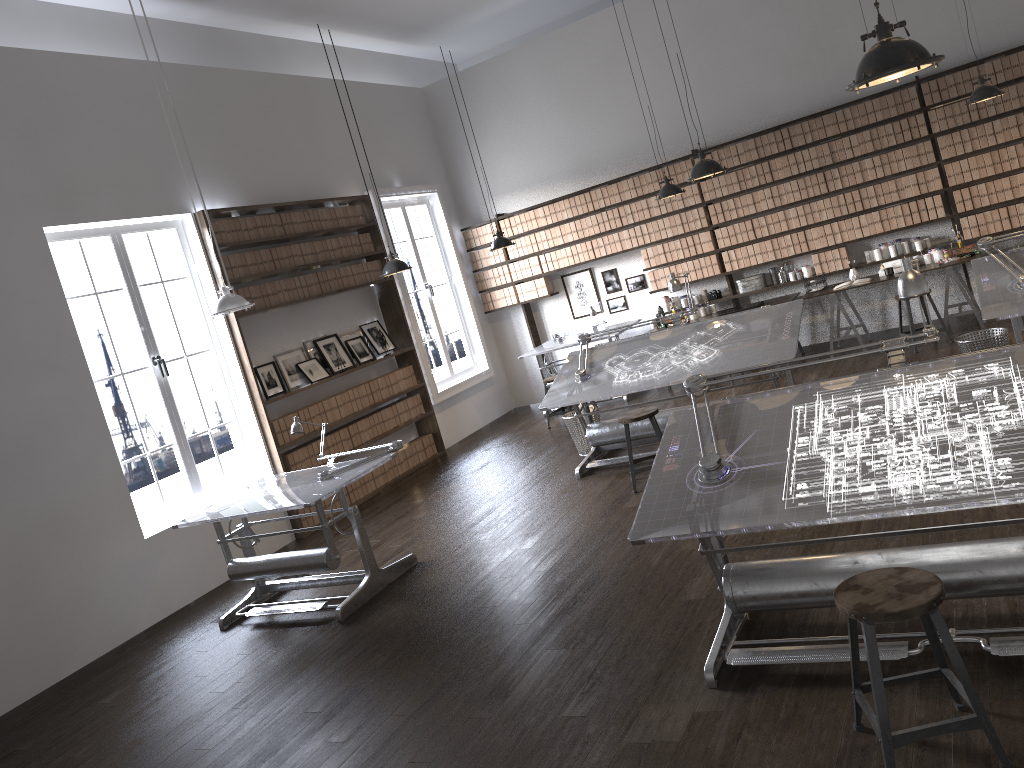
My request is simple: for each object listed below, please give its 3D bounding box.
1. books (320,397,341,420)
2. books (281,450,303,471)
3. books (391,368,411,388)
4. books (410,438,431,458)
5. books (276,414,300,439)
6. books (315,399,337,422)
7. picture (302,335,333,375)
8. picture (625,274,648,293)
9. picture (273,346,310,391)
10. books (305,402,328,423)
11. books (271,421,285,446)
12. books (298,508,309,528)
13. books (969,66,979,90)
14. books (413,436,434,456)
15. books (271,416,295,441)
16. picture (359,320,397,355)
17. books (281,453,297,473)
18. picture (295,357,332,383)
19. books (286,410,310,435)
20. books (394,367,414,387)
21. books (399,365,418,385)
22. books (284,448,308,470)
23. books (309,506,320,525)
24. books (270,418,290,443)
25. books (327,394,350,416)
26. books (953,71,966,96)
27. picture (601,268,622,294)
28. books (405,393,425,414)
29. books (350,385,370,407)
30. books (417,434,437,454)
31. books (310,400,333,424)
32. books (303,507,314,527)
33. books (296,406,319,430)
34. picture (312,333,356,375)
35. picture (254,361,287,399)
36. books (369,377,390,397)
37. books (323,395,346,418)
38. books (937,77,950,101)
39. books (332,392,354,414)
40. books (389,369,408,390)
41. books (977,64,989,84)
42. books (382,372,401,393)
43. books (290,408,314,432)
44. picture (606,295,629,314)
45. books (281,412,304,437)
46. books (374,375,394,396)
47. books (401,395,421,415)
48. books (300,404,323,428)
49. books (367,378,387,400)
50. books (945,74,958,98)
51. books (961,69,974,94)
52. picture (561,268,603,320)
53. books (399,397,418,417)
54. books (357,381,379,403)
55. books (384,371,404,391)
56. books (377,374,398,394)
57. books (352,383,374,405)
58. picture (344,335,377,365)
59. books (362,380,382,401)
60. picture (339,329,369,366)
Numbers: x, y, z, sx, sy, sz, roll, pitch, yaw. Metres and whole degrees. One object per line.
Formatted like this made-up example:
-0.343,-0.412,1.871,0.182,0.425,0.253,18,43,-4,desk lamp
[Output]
-1.797,0.257,8.717,0.173,0.225,0.067,-13,5,29,books
-2.023,0.737,8.111,0.173,0.225,0.067,-13,5,29,books
-1.239,-0.047,9.822,0.173,0.225,0.067,-13,5,29,books
-1.022,0.725,9.857,0.173,0.225,0.067,-13,5,29,books
-2.075,0.407,8.172,0.173,0.225,0.067,-13,5,29,books
-1.827,0.272,8.663,0.173,0.225,0.067,-13,5,29,books
-1.903,-0.273,8.919,0.091,0.404,0.373,-14,6,29,picture
1.494,-1.208,10.642,0.250,0.183,0.023,-13,5,29,picture
-2.084,-0.150,8.543,0.083,0.364,0.419,-14,6,29,picture
-1.887,0.305,8.546,0.173,0.225,0.067,-13,5,29,books
-2.167,0.457,7.989,0.173,0.225,0.067,-13,5,29,books
-1.954,1.230,8.033,0.173,0.225,0.067,-13,5,29,books
4.464,-2.935,8.531,0.066,0.225,0.176,-14,6,29,books
-0.994,0.708,9.925,0.173,0.225,0.067,-13,5,29,books
-2.099,0.422,8.114,0.173,0.225,0.067,-13,5,29,books
-1.469,-0.511,9.712,0.160,0.363,0.346,-14,6,29,picture
-2.055,0.754,8.048,0.173,0.225,0.067,-13,5,29,books
-1.935,-0.133,8.641,0.144,0.228,0.302,-13,7,29,picture
-2.011,0.373,8.292,0.173,0.225,0.067,-13,5,29,books
-1.210,-0.063,9.884,0.173,0.225,0.067,-13,5,29,books
-1.175,-0.080,9.938,0.173,0.225,0.067,-13,5,29,books
-1.994,0.720,8.176,0.173,0.225,0.067,-13,5,29,books
-1.887,1.195,8.153,0.173,0.225,0.067,-13,5,29,books
-2.132,0.439,8.051,0.173,0.225,0.067,-13,5,29,books
-1.736,0.223,8.843,0.173,0.225,0.067,-13,5,29,books
4.349,-2.911,8.603,0.066,0.225,0.176,-14,6,29,books
1.212,-1.250,10.778,0.200,0.283,0.022,-13,5,28,picture
-1.096,0.232,9.945,0.173,0.225,0.067,-13,5,29,books
-1.581,0.139,9.147,0.173,0.225,0.067,-13,5,29,books
-0.959,0.690,9.990,0.173,0.225,0.067,-13,5,29,books
-1.852,0.288,8.602,0.173,0.225,0.067,-13,5,29,books
-1.922,1.213,8.093,0.173,0.225,0.067,-13,5,29,books
-1.947,0.338,8.420,0.173,0.225,0.067,-13,5,29,books
-1.800,-0.306,9.004,0.148,0.390,0.377,-14,6,29,picture
-2.251,-0.038,8.243,0.058,0.314,0.269,-14,6,29,picture
-1.419,0.051,9.469,0.173,0.225,0.067,-13,5,29,books
-1.764,0.239,8.780,0.173,0.225,0.067,-13,5,29,books
4.228,-2.884,8.671,0.066,0.225,0.176,-14,6,29,books
-1.706,0.206,8.905,0.173,0.225,0.067,-13,5,29,books
-1.267,-0.031,9.759,0.173,0.225,0.067,-13,5,29,books
4.523,-2.949,8.503,0.066,0.225,0.176,-14,6,29,books
-1.327,0.001,9.647,0.173,0.225,0.067,-13,5,29,books
-1.982,0.356,8.360,0.173,0.225,0.067,-13,5,29,books
1.285,-0.968,10.804,0.250,0.183,0.023,-13,5,29,picture
-2.048,0.392,8.230,0.173,0.225,0.067,-13,5,29,books
-1.388,0.034,9.531,0.173,0.225,0.067,-13,5,29,books
-1.131,0.250,9.885,0.173,0.225,0.067,-13,5,29,books
-1.919,0.322,8.484,0.173,0.225,0.067,-13,5,29,books
-1.447,0.067,9.405,0.173,0.225,0.067,-13,5,29,books
4.287,-2.896,8.633,0.066,0.225,0.176,-14,6,29,books
4.409,-2.924,8.569,0.066,0.225,0.176,-14,6,29,books
0.868,-1.115,10.973,0.413,0.572,0.040,-13,5,29,picture
-1.162,0.267,9.823,0.173,0.225,0.067,-13,5,29,books
-1.511,0.102,9.276,0.173,0.225,0.067,-13,5,29,books
-1.298,-0.014,9.702,0.173,0.225,0.067,-13,5,29,books
-1.353,0.016,9.587,0.173,0.225,0.067,-13,5,29,books
-1.549,0.121,9.214,0.173,0.225,0.067,-13,5,29,books
-1.604,-0.358,9.385,0.126,0.289,0.292,-14,6,29,picture
-1.483,0.085,9.345,0.173,0.225,0.067,-13,5,29,books
-1.654,-0.380,9.391,0.095,0.360,0.438,-14,6,29,picture
